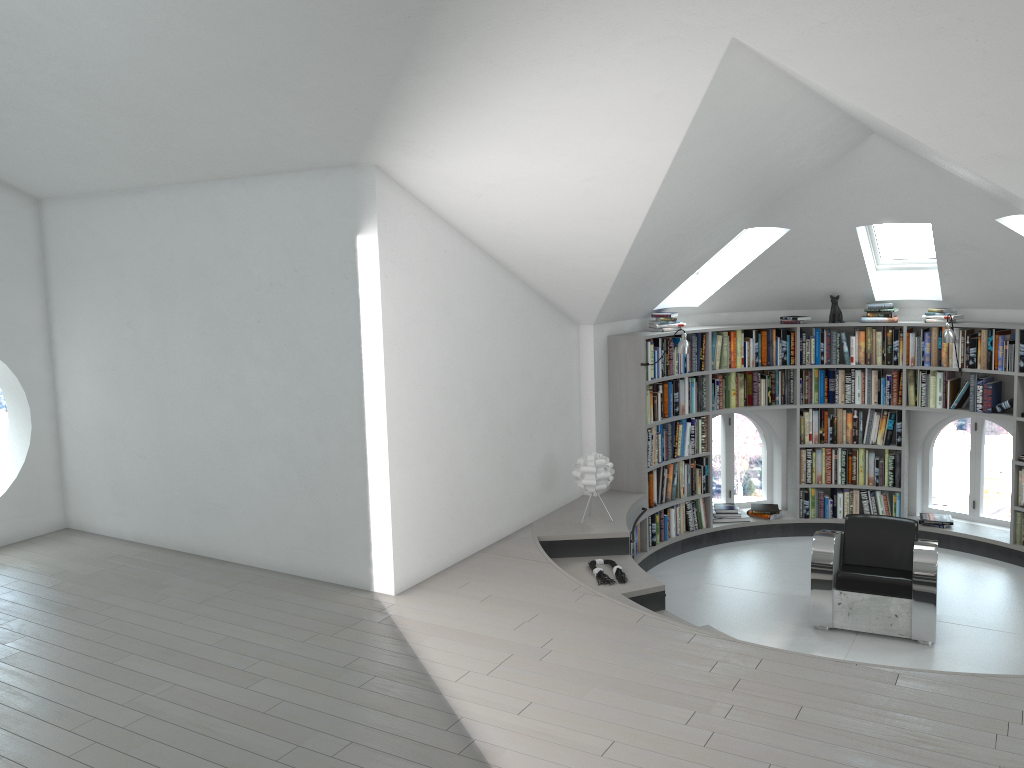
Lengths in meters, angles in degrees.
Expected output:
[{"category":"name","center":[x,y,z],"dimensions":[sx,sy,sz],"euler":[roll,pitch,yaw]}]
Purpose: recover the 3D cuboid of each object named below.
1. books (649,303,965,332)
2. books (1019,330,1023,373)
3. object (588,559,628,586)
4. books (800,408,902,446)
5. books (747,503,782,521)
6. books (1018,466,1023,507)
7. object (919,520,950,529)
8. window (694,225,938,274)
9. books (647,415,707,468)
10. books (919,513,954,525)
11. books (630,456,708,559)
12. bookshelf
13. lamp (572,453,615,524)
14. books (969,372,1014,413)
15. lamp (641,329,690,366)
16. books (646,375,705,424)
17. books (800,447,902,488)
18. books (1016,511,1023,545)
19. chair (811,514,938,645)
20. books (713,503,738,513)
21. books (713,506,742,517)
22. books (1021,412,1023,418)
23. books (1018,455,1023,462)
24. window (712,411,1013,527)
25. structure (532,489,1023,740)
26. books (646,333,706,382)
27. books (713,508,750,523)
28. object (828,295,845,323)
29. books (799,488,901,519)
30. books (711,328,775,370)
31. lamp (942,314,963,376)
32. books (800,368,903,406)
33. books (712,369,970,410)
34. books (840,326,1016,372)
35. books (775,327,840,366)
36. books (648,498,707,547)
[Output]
[{"category":"books","center":[2.653,-0.633,8.236],"dimensions":[2.814,0.173,0.750],"euler":[-2,8,2]},{"category":"books","center":[4.522,-0.237,7.088],"dimensions":[0.306,0.366,0.972],"euler":[-4,8,-15]},{"category":"object","center":[0.668,1.315,6.213],"dimensions":[0.218,0.082,0.474],"euler":[-3,8,-6]},{"category":"books","center":[3.232,0.390,8.478],"dimensions":[0.997,0.350,0.298],"euler":[0,7,15]},{"category":"books","center":[2.470,1.246,8.661],"dimensions":[0.318,0.099,0.292],"euler":[3,9,32]},{"category":"books","center":[4.550,0.902,7.224],"dimensions":[0.272,0.349,0.874],"euler":[-4,8,-17]},{"category":"object","center":[3.950,1.287,8.256],"dimensions":[0.214,0.036,0.227],"euler":[-9,10,-42]},{"category":"window","center":[3.197,-1.287,7.393],"dimensions":[4.057,0.711,1.938],"euler":[3,9,31]},{"category":"books","center":[1.399,0.505,8.044],"dimensions":[1.022,0.358,0.261],"euler":[-8,9,-42]},{"category":"books","center":[3.949,1.257,8.252],"dimensions":[0.268,0.029,0.254],"euler":[1,8,21]},{"category":"books","center":[1.231,1.084,7.916],"dimensions":[0.391,0.693,1.644],"euler":[4,9,41]},{"category":"bookshelf","center":[3.251,0.469,7.576],"dimensions":[4.335,1.874,2.114],"euler":[3,8,31]},{"category":"lamp","center":[0.636,0.803,6.893],"dimensions":[0.305,0.523,0.306],"euler":[0,7,20]},{"category":"books","center":[4.237,0.080,7.727],"dimensions":[0.224,0.340,0.399],"euler":[-7,9,-39]},{"category":"lamp","center":[1.299,-0.310,7.489],"dimensions":[0.414,0.311,0.117],"euler":[2,7,28]},{"category":"books","center":[1.377,0.126,8.053],"dimensions":[1.090,0.347,0.303],"euler":[-9,10,-43]},{"category":"books","center":[3.258,0.774,8.516],"dimensions":[1.031,0.356,0.293],"euler":[0,7,16]},{"category":"books","center":[4.584,1.302,6.978],"dimensions":[0.359,0.310,1.502],"euler":[-3,8,-7]},{"category":"chair","center":[2.681,1.393,6.535],"dimensions":[0.823,0.717,0.743],"euler":[2,8,26]},{"category":"books","center":[2.093,1.216,8.681],"dimensions":[0.213,0.036,0.227],"euler":[-1,8,7]},{"category":"books","center":[2.094,1.247,8.685],"dimensions":[0.269,0.031,0.287],"euler":[-1,8,7]},{"category":"books","center":[4.529,0.270,7.351],"dimensions":[0.366,0.042,0.389],"euler":[-4,8,-19]},{"category":"books","center":[4.552,0.534,7.100],"dimensions":[0.252,0.351,0.976],"euler":[-4,8,-16]},{"category":"window","center":[3.259,0.754,8.611],"dimensions":[3.231,1.147,0.619],"euler":[0,7,17]},{"category":"structure","center":[2.568,1.409,6.481],"dimensions":[4.711,0.691,4.723],"euler":[-4,8,-14]},{"category":"books","center":[1.361,-0.256,7.991],"dimensions":[1.035,0.360,0.301],"euler":[-9,10,-42]},{"category":"books","center":[2.095,1.281,8.688],"dimensions":[0.365,0.042,0.389],"euler":[-2,8,-2]},{"category":"object","center":[3.076,-0.711,8.391],"dimensions":[0.147,0.264,0.202],"euler":[2,7,28]},{"category":"books","center":[3.251,1.134,8.555],"dimensions":[1.019,0.305,0.288],"euler":[0,7,16]},{"category":"books","center":[2.134,-0.344,8.438],"dimensions":[0.793,0.372,0.270],"euler":[-4,7,-15]},{"category":"lamp","center":[3.840,-0.337,7.728],"dimensions":[0.113,0.565,0.358],"euler":[3,8,38]},{"category":"books","center":[3.232,0.009,8.479],"dimensions":[1.028,0.358,0.301],"euler":[0,7,17]},{"category":"books","center":[2.988,0.039,8.356],"dimensions":[2.528,0.370,0.593],"euler":[0,7,12]},{"category":"books","center":[3.792,-0.346,8.071],"dimensions":[1.567,0.366,0.395],"euler":[4,9,36]},{"category":"books","center":[2.812,-0.364,8.513],"dimensions":[0.682,0.345,0.266],"euler":[-1,7,8]},{"category":"books","center":[1.443,1.234,8.187],"dimensions":[0.920,0.319,0.283],"euler":[-8,9,-40]}]
